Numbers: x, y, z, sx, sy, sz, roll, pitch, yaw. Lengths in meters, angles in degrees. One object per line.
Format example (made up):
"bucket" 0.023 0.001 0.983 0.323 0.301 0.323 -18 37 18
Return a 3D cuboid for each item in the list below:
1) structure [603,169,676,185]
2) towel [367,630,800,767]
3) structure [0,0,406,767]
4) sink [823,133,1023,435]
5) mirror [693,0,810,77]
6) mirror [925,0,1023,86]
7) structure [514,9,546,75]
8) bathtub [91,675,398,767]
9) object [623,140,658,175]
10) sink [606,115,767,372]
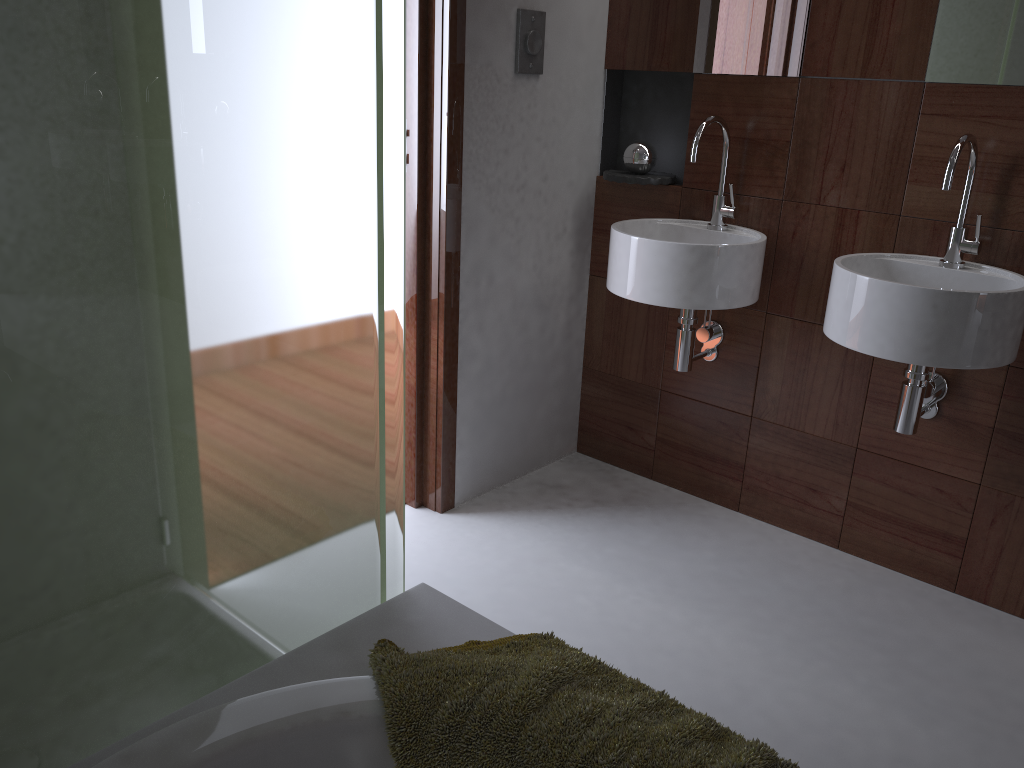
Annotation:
"structure" 0.389 -0.631 2.706 0.222 0.023 0.220 3 19 1
"towel" 0.185 0.640 1.095 0.890 0.452 0.349 16 23 33
"structure" -0.763 -0.196 1.127 0.765 2.079 1.015 18 25 38
"sink" 0.947 -0.202 2.031 0.415 0.715 0.417 18 25 38
"mirror" 0.646 -1.140 2.306 0.316 0.635 0.010 18 25 38
"mirror" 1.120 -0.982 1.916 0.316 0.635 0.010 18 25 38
"structure" 0.053 -0.932 2.420 0.028 0.164 0.109 18 25 38
"bathtub" 0.161 0.830 0.614 1.683 0.424 0.881 18 25 38
"object" 0.853 -0.528 2.291 1.350 0.104 0.104 18 25 38
"sink" 0.474 -0.360 2.419 0.415 0.715 0.417 18 25 38
